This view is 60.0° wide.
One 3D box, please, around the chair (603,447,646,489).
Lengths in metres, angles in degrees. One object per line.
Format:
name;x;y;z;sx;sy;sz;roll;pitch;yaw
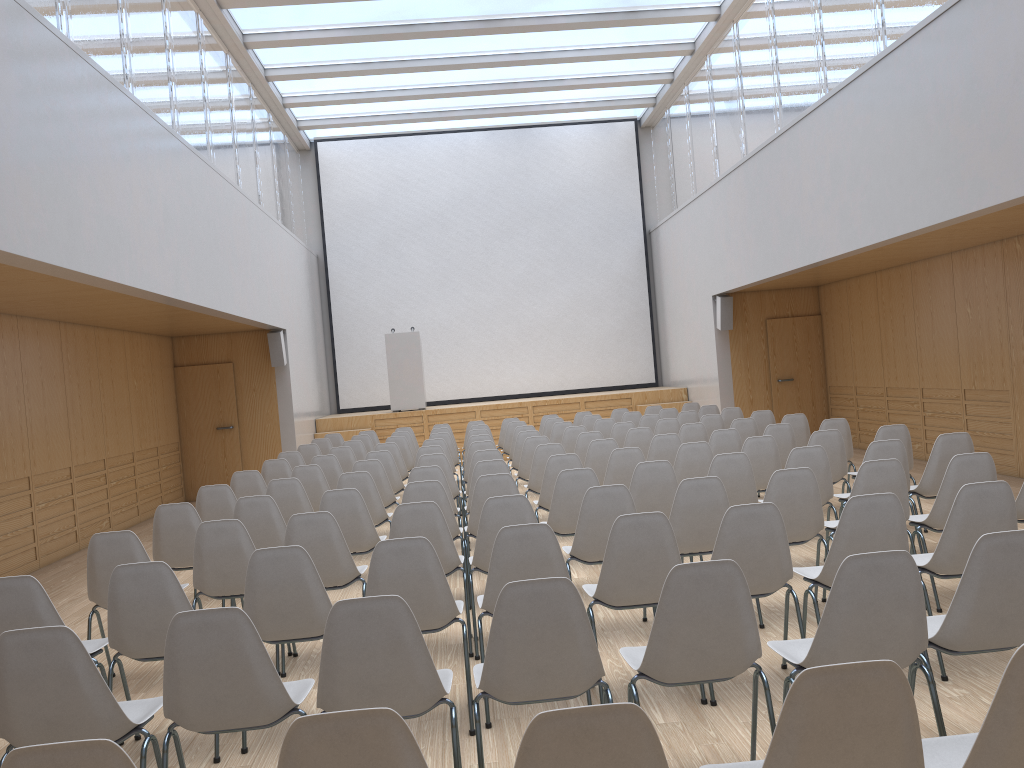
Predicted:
chair;0.907;0.928;7.134;0.479;0.876;0.505;-5;1;-3

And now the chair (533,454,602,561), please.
chair;0.412;0.971;7.036;0.479;0.876;0.505;-5;1;-3

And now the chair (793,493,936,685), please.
chair;1.584;0.911;4.101;0.479;0.876;0.505;-5;1;-3

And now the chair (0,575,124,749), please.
chair;-2.020;1.214;3.843;0.479;0.876;0.505;-5;1;-3

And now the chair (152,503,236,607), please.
chair;-2.138;1.197;5.922;0.479;0.876;0.505;-5;1;-3

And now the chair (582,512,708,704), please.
chair;0.579;0.995;4.109;0.479;0.876;0.505;-5;1;-3

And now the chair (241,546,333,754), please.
chair;-0.972;1.125;4.016;0.479;0.876;0.505;-5;1;-3

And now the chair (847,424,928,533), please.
chair;2.999;0.754;7.191;0.479;0.876;0.505;-5;1;-3

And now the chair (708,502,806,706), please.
chair;1.062;0.954;4.110;0.479;0.876;0.505;-5;1;-3

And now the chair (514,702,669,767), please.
chair;0.165;1.057;1.971;0.479;0.876;0.505;-5;1;-3

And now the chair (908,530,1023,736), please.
chair;1.660;0.917;3.172;0.479;0.876;0.505;-5;1;-3

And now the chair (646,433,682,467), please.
chair;1.379;0.877;8.096;0.479;0.876;0.505;-5;1;-3

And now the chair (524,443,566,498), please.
chair;0.349;0.962;8.093;0.479;0.876;0.505;-5;1;-3

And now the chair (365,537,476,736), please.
chair;-0.441;1.081;3.979;0.479;0.876;0.505;-5;1;-3

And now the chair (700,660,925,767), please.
chair;0.715;1.009;2.086;0.479;0.876;0.505;-5;1;-3

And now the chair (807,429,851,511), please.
chair;2.486;0.796;7.219;0.479;0.876;0.505;-5;1;-3

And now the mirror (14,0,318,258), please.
mirror;-3.446;-3.413;8.317;0.253;2.090;17.826;-5;1;-3

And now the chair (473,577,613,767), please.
chair;0.099;1.048;3.051;0.479;0.876;0.505;-5;1;-3

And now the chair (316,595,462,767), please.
chair;-0.426;1.093;2.999;0.479;0.876;0.505;-5;1;-3

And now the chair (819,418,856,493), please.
chair;2.931;0.746;8.257;0.479;0.876;0.505;-5;1;-3

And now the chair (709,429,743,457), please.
chair;1.901;0.834;8.086;0.479;0.876;0.505;-5;1;-3

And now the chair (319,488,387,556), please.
chair;-1.079;1.109;5.945;0.479;0.876;0.505;-5;1;-3

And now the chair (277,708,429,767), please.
chair;-0.320;1.096;2.052;0.479;0.876;0.505;-5;1;-3

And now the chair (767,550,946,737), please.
chair;1.164;0.960;3.033;0.479;0.876;0.505;-5;1;-3

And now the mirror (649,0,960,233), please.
mirror;3.309;-3.980;8.722;0.253;2.090;17.826;-5;1;-3

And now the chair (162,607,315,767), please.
chair;-0.927;1.134;3.017;0.479;0.876;0.505;-5;1;-3

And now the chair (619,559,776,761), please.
chair;0.637;1.003;3.101;0.479;0.876;0.505;-5;1;-3

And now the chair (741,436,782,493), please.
chair;1.951;0.841;7.169;0.479;0.876;0.505;-5;1;-3

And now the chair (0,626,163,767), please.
chair;-1.434;1.177;2.959;0.479;0.876;0.505;-5;1;-3

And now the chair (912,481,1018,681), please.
chair;2.109;0.867;4.173;0.479;0.876;0.505;-5;1;-3

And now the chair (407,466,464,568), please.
chair;-0.634;1.059;6.973;0.479;0.876;0.505;-5;1;-3

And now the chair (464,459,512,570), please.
chair;-0.145;1.017;7.043;0.479;0.876;0.505;-5;1;-3

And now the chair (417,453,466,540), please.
chair;-0.680;1.049;8.041;0.479;0.876;0.505;-5;1;-3

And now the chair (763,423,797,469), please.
chair;2.409;0.790;8.198;0.479;0.876;0.505;-5;1;-3

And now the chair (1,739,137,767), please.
chair;-0.871;1.142;2.009;0.479;0.876;0.505;-5;1;-3

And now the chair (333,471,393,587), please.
chair;-1.177;1.103;6.999;0.479;0.876;0.505;-5;1;-3

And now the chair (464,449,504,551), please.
chair;-0.201;1.009;8.001;0.479;0.876;0.505;-5;1;-3

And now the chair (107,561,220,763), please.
chair;-1.514;1.171;3.915;0.479;0.876;0.505;-5;1;-3

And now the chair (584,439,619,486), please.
chair;0.824;0.923;8.103;0.479;0.876;0.505;-5;1;-3

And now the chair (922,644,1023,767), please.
chair;1.195;0.969;2.133;0.479;0.876;0.505;-5;1;-3

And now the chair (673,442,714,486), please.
chair;1.431;0.885;7.118;0.479;0.876;0.505;-5;1;-3

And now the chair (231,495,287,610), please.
chair;-1.640;1.155;5.970;0.479;0.876;0.505;-5;1;-3

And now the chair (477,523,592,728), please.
chair;0.074;1.037;4.069;0.479;0.876;0.505;-5;1;-3
